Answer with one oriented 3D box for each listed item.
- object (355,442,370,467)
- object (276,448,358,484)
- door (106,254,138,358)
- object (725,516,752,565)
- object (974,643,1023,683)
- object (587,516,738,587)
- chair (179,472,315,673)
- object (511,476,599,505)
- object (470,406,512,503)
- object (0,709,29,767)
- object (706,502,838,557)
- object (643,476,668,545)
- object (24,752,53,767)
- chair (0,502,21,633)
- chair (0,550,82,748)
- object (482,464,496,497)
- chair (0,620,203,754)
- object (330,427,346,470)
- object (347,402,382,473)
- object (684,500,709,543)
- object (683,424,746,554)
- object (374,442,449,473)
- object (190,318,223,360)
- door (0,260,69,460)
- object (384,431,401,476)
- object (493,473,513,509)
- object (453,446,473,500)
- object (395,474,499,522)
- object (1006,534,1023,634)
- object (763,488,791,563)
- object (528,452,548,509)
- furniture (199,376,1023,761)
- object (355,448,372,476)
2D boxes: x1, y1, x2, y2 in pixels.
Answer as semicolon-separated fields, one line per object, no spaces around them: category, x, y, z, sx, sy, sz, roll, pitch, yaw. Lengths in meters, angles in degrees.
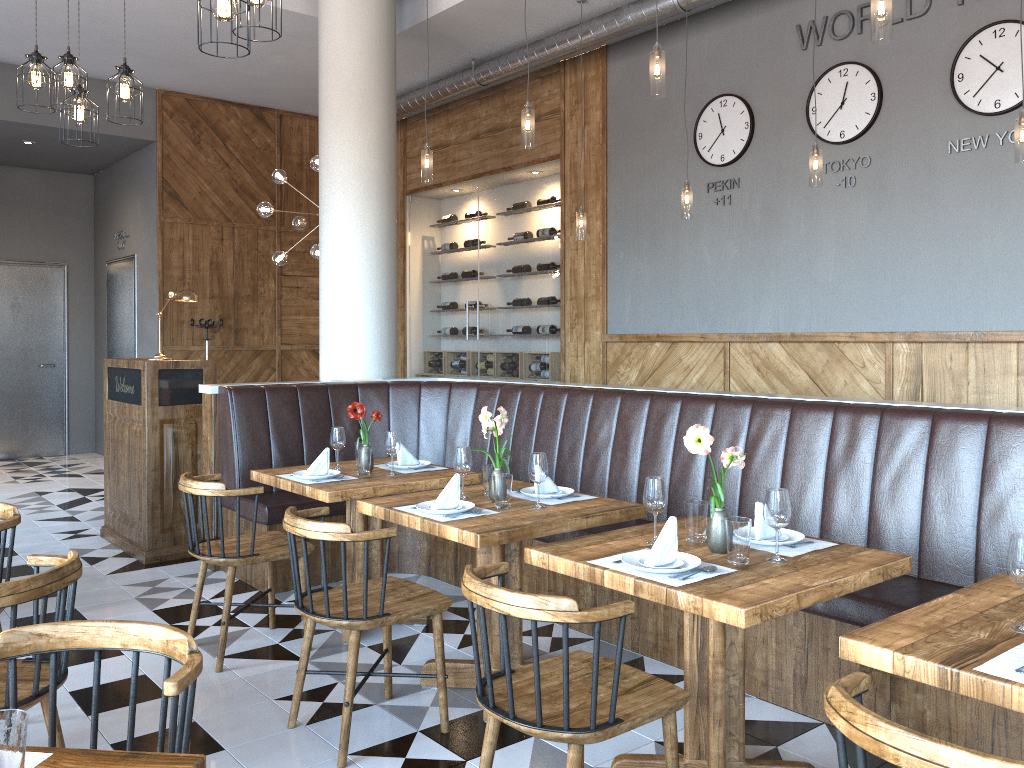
object;-0.783;0.372;4.635;0.080;0.132;0.080;-1;1;-39
object;-0.954;0.385;4.324;0.272;0.137;0.352;-2;3;-39
door;-4.565;-0.274;10.315;0.114;2.393;1.207;0;1;-39
object;0.675;0.469;2.641;0.080;0.132;0.080;-1;1;-34
object;1.146;0.510;1.740;0.272;0.137;0.352;-2;3;-39
object;0.438;0.468;2.611;0.272;0.137;0.352;-2;3;-39
chair;-1.241;0.821;4.097;0.550;0.817;0.519;-1;1;-39
object;0.152;0.409;3.796;0.272;0.137;0.352;-2;3;-39
object;-0.078;0.286;3.631;0.146;0.400;0.207;-1;1;-32
object;-0.727;0.541;1.251;0.080;0.132;0.080;-1;1;-34
object;0.851;0.451;2.936;0.272;0.137;0.352;-2;3;-39
object;0.470;0.414;2.902;0.081;0.215;0.081;0;1;14
object;-0.930;0.535;1.317;0.352;0.137;0.272;0;2;6
chair;-2.062;0.870;3.131;0.519;0.817;0.550;0;1;6
chair;-1.487;0.905;2.423;0.549;0.817;0.520;0;1;6
object;-0.087;0.413;3.778;0.080;0.132;0.080;-1;1;-39
chair;-0.889;0.940;1.687;0.519;0.817;0.550;0;1;6
object;-0.903;0.332;4.591;0.081;0.215;0.081;1;1;42
object;-0.758;0.267;4.497;0.171;0.355;0.156;1;1;44
object;0.608;0.455;2.923;0.080;0.132;0.080;-1;1;-39
object;0.636;0.327;2.796;0.206;0.400;0.146;-1;1;-37
object;-0.541;0.368;4.649;0.272;0.137;0.352;-2;3;-39
object;-3.202;0.143;9.310;0.374;1.658;0.375;0;1;-17
door;-6.001;-0.289;10.673;1.207;2.393;0.114;-1;1;-39
object;-0.592;0.342;4.382;0.081;0.215;0.081;0;1;-8
object;-0.036;0.426;3.516;0.080;0.132;0.080;1;1;36
object;-0.207;0.374;3.735;0.081;0.215;0.081;1;1;42
object;-0.261;0.426;3.472;0.272;0.137;0.352;-2;3;-39
object;1.178;0.457;2.030;0.081;0.215;0.081;-1;1;-31
object;0.799;0.425;2.671;0.081;0.215;0.081;0;1;14
object;0.104;0.384;3.525;0.081;0.215;0.081;0;1;-8
furniture;0.835;0.671;3.674;1.918;1.149;6.591;-2;3;-39
object;-0.732;0.385;4.373;0.080;0.132;0.080;1;1;36
